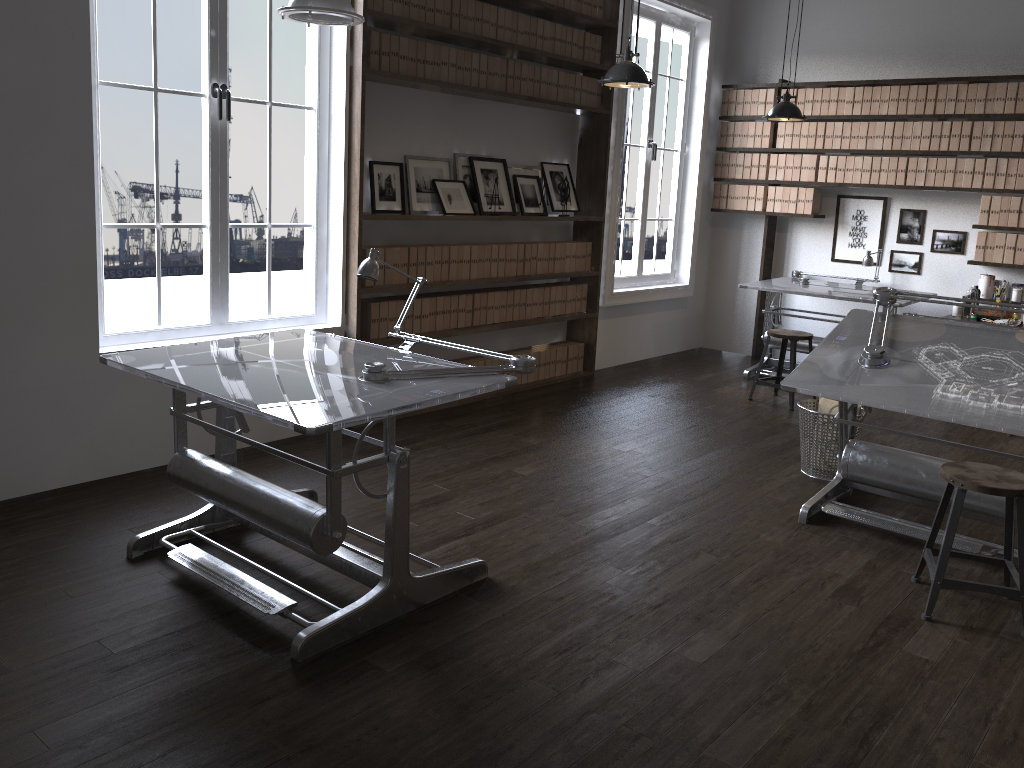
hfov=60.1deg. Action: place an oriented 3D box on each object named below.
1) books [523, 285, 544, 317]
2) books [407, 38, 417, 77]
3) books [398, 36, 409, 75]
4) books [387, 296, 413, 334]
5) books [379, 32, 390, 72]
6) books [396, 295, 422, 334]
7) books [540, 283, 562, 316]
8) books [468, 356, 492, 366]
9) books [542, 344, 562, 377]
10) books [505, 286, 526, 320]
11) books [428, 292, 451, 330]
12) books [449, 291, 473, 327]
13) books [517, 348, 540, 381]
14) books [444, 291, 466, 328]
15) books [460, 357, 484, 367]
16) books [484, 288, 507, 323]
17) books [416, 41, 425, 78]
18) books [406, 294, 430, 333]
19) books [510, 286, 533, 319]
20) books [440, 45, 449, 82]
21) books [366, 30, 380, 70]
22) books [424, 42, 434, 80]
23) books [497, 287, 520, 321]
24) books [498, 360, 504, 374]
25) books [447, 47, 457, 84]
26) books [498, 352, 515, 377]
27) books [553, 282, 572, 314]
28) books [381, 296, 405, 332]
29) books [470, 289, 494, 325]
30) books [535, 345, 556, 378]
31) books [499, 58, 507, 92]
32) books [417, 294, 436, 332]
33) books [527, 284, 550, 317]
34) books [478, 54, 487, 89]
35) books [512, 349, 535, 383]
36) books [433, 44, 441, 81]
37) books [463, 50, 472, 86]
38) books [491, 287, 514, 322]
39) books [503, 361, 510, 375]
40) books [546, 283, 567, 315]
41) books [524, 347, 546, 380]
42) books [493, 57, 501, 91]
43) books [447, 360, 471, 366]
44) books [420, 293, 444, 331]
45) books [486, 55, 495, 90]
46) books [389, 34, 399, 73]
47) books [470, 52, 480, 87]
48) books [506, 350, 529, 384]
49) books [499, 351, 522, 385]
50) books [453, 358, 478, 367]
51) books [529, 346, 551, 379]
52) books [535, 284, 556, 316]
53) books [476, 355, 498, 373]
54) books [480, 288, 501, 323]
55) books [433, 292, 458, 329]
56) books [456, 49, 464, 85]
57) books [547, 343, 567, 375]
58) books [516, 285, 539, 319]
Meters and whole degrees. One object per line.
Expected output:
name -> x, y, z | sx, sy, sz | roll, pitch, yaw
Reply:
books -> 0.145, -0.618, 6.602 | 0.175, 0.223, 0.067 | 12, 13, 39
books -> -0.656, -1.942, 5.299 | 0.175, 0.223, 0.067 | 12, 14, 39
books -> -0.698, -1.931, 5.242 | 0.175, 0.223, 0.067 | 12, 13, 39
books -> -0.711, -0.435, 5.590 | 0.175, 0.223, 0.067 | 12, 14, 39
books -> -0.792, -1.911, 5.131 | 0.175, 0.224, 0.067 | 12, 14, 39
books -> -0.663, -0.444, 5.641 | 0.175, 0.224, 0.067 | 12, 13, 39
books -> 0.285, -0.647, 6.761 | 0.175, 0.223, 0.067 | 12, 13, 39
books -> -0.234, -0.071, 6.257 | 0.175, 0.224, 0.067 | 12, 14, 39
books -> 0.296, -0.184, 6.883 | 0.175, 0.223, 0.067 | 12, 13, 39
books -> 0.013, -0.587, 6.434 | 0.175, 0.224, 0.067 | 12, 13, 39
books -> -0.493, -0.481, 5.848 | 0.175, 0.223, 0.067 | 12, 14, 39
books -> -0.356, -0.511, 6.010 | 0.175, 0.223, 0.067 | 12, 13, 39
books -> 0.116, -0.146, 6.675 | 0.175, 0.223, 0.067 | 12, 14, 39
books -> -0.398, -0.500, 5.953 | 0.175, 0.223, 0.067 | 12, 13, 39
books -> -0.283, -0.061, 6.202 | 0.175, 0.223, 0.067 | 12, 13, 39
books -> -0.127, -0.560, 6.281 | 0.175, 0.223, 0.067 | 12, 14, 39
books -> -0.610, -1.951, 5.352 | 0.175, 0.223, 0.067 | 12, 14, 39
books -> -0.618, -0.454, 5.697 | 0.175, 0.223, 0.067 | 12, 14, 39
books -> 0.059, -0.597, 6.489 | 0.175, 0.223, 0.067 | 12, 14, 39
books -> -0.481, -1.978, 5.500 | 0.175, 0.223, 0.067 | 12, 14, 39
books -> -0.844, -1.902, 5.078 | 0.175, 0.223, 0.067 | 12, 13, 39
books -> -0.562, -1.959, 5.400 | 0.175, 0.224, 0.067 | 12, 13, 39
books -> -0.031, -0.579, 6.389 | 0.175, 0.223, 0.067 | 12, 14, 39
books -> -0.149, -0.090, 6.362 | 0.175, 0.223, 0.067 | 12, 13, 39
books -> -0.433, -1.988, 5.554 | 0.175, 0.224, 0.067 | 12, 13, 39
books -> -0.063, -0.109, 6.467 | 0.175, 0.223, 0.067 | 12, 14, 39
books -> 0.371, -0.664, 6.857 | 0.175, 0.224, 0.067 | 12, 14, 39
books -> -0.757, -0.425, 5.538 | 0.175, 0.223, 0.067 | 12, 14, 39
books -> -0.213, -0.539, 6.169 | 0.175, 0.223, 0.067 | 12, 13, 39
books -> 0.247, -0.175, 6.831 | 0.175, 0.223, 0.067 | 12, 14, 39
books -> -0.126, -2.055, 5.924 | 0.175, 0.223, 0.067 | 12, 14, 39
books -> -0.578, -0.463, 5.746 | 0.175, 0.223, 0.067 | 12, 14, 39
books -> 0.192, -0.627, 6.654 | 0.175, 0.223, 0.067 | 12, 13, 39
books -> -0.250, -2.026, 5.767 | 0.175, 0.223, 0.067 | 12, 13, 39
books -> 0.077, -0.137, 6.626 | 0.175, 0.223, 0.067 | 12, 14, 39
books -> -0.523, -1.970, 5.453 | 0.175, 0.223, 0.067 | 12, 14, 39
books -> -0.347, -2.008, 5.664 | 0.175, 0.223, 0.067 | 12, 14, 39
books -> -0.080, -0.569, 6.333 | 0.175, 0.223, 0.067 | 12, 14, 39
books -> -0.103, -0.098, 6.410 | 0.175, 0.224, 0.067 | 12, 14, 39
books -> 0.325, -0.656, 6.809 | 0.175, 0.223, 0.067 | 12, 13, 39
books -> 0.163, -0.155, 6.723 | 0.175, 0.224, 0.067 | 12, 13, 39
books -> -0.166, -2.046, 5.873 | 0.175, 0.223, 0.067 | 12, 13, 39
books -> -0.374, -0.040, 6.090 | 0.175, 0.224, 0.067 | 12, 14, 39
books -> -0.532, -0.471, 5.794 | 0.175, 0.224, 0.067 | 12, 13, 39
books -> -0.204, -2.036, 5.822 | 0.175, 0.224, 0.067 | 12, 14, 39
books -> -0.748, -1.922, 5.191 | 0.175, 0.223, 0.067 | 12, 13, 39
books -> -0.299, -2.017, 5.714 | 0.175, 0.223, 0.067 | 12, 13, 39
books -> 0.032, -0.127, 6.570 | 0.175, 0.224, 0.067 | 12, 13, 39
books -> -0.016, -0.118, 6.519 | 0.175, 0.223, 0.067 | 12, 14, 39
books -> -0.327, -0.050, 6.145 | 0.175, 0.223, 0.067 | 12, 13, 39
books -> 0.202, -0.165, 6.778 | 0.175, 0.223, 0.067 | 12, 14, 39
books -> 0.240, -0.636, 6.704 | 0.175, 0.224, 0.067 | 12, 14, 39
books -> -0.188, -0.081, 6.314 | 0.175, 0.223, 0.067 | 12, 13, 39
books -> -0.168, -0.550, 6.226 | 0.175, 0.223, 0.067 | 12, 13, 39
books -> -0.447, -0.491, 5.902 | 0.175, 0.223, 0.067 | 12, 14, 39
books -> -0.391, -1.998, 5.610 | 0.175, 0.223, 0.067 | 12, 14, 39
books -> 0.338, -0.194, 6.939 | 0.175, 0.223, 0.067 | 12, 13, 39
books -> 0.104, -0.608, 6.546 | 0.175, 0.223, 0.067 | 12, 14, 39
